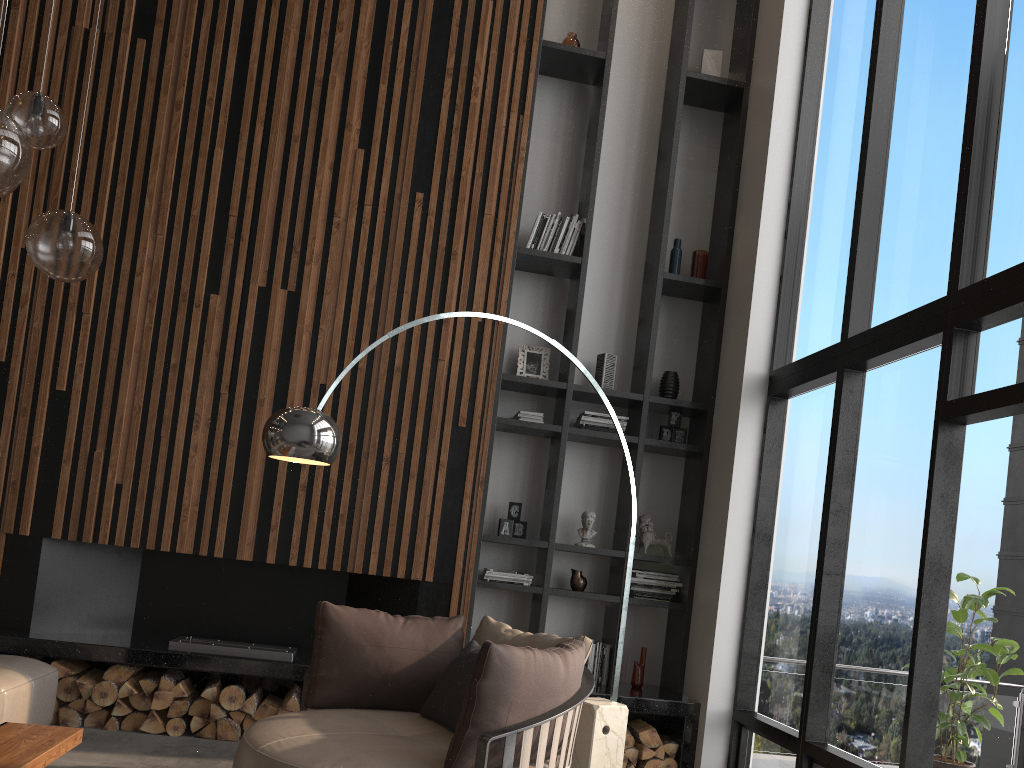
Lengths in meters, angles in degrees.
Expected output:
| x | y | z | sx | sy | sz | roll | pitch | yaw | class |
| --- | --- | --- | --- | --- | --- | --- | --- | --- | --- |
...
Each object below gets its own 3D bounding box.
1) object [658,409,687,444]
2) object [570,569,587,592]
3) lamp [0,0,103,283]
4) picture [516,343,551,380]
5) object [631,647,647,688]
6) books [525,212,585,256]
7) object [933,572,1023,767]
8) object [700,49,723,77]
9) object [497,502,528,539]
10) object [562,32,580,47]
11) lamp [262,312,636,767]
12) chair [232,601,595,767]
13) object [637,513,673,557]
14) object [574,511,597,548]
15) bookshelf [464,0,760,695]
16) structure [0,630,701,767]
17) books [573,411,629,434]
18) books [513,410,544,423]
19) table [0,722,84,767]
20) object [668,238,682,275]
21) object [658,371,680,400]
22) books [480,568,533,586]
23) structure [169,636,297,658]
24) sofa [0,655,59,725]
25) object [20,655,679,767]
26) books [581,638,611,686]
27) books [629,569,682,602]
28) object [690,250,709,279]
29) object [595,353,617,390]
| x | y | z | sx | sy | sz | roll | pitch | yaw | class |
| --- | --- | --- | --- | --- | --- | --- | --- | --- | --- |
| 1.073 | 0.289 | 5.812 | 0.188 | 0.231 | 0.059 | 7 | -3 | -6 | object |
| 0.439 | 1.292 | 5.762 | 0.100 | 0.141 | 0.104 | 4 | -6 | 29 | object |
| -1.529 | -2.556 | 2.743 | 1.236 | 4.946 | 1.236 | 7 | -3 | -11 | lamp |
| 0.139 | -0.127 | 5.777 | 0.216 | 0.268 | 0.115 | 8 | -4 | -8 | picture |
| 0.833 | 1.861 | 5.750 | 0.081 | 0.263 | 0.083 | 6 | -3 | 13 | object |
| 0.267 | -0.957 | 5.740 | 0.368 | 0.296 | 0.187 | 8 | -5 | -8 | books |
| 2.940 | 1.952 | 5.649 | 0.784 | 1.454 | 0.526 | 10 | -5 | -38 | object |
| 1.351 | -2.128 | 5.966 | 0.134 | 0.258 | 0.084 | 7 | -3 | 2 | object |
| 0.009 | 0.887 | 5.689 | 0.189 | 0.233 | 0.059 | 8 | -3 | -11 | object |
| 0.388 | -2.231 | 5.806 | 0.130 | 0.170 | 0.133 | 2 | -8 | 42 | object |
| -0.199 | 0.819 | 4.054 | 2.058 | 2.310 | 0.319 | 11 | -4 | -32 | lamp |
| -0.400 | 1.460 | 3.780 | 1.437 | 0.888 | 1.513 | 4 | -9 | 18 | chair |
| 0.959 | 1.015 | 5.863 | 0.253 | 0.278 | 0.131 | 9 | -4 | -16 | object |
| 0.490 | 0.953 | 5.751 | 0.137 | 0.242 | 0.139 | 4 | -5 | 32 | object |
| 0.677 | -0.677 | 5.821 | 1.464 | 5.261 | 0.339 | 7 | -2 | -9 | bookshelf |
| -2.123 | 1.756 | 5.171 | 6.544 | 0.454 | 0.676 | 9 | -9 | -9 | structure |
| 0.584 | 0.276 | 5.777 | 0.323 | 0.127 | 0.222 | 8 | -9 | -9 | books |
| 0.101 | 0.233 | 5.711 | 0.175 | 0.071 | 0.332 | 8 | -11 | -8 | books |
| -1.988 | 1.297 | 2.559 | 0.899 | 0.350 | 1.475 | 8 | -11 | -8 | table |
| 1.097 | -0.828 | 5.876 | 0.077 | 0.290 | 0.079 | 5 | -3 | 28 | object |
| 1.057 | 0.030 | 5.891 | 0.142 | 0.215 | 0.141 | 8 | -5 | -17 | object |
| -0.032 | 1.244 | 5.645 | 0.323 | 0.077 | 0.222 | 9 | -10 | -9 | books |
| -1.680 | 1.610 | 5.310 | 0.712 | 0.102 | 0.304 | 9 | -11 | -8 | structure |
| -3.063 | 1.029 | 3.031 | 1.879 | 0.807 | 3.295 | 8 | -11 | -8 | sofa |
| -0.936 | 1.964 | 5.177 | 4.044 | 0.387 | 0.441 | 8 | -8 | -7 | object |
| 0.458 | 1.803 | 5.726 | 0.333 | 0.284 | 0.176 | 8 | -5 | -8 | books |
| 0.915 | 1.335 | 5.814 | 0.374 | 0.188 | 0.221 | 8 | -8 | -8 | books |
| 1.260 | -0.775 | 5.905 | 0.102 | 0.227 | 0.102 | 9 | -4 | -23 | object |
| 0.616 | -0.062 | 5.794 | 0.105 | 0.257 | 0.104 | 9 | -4 | -28 | object |
